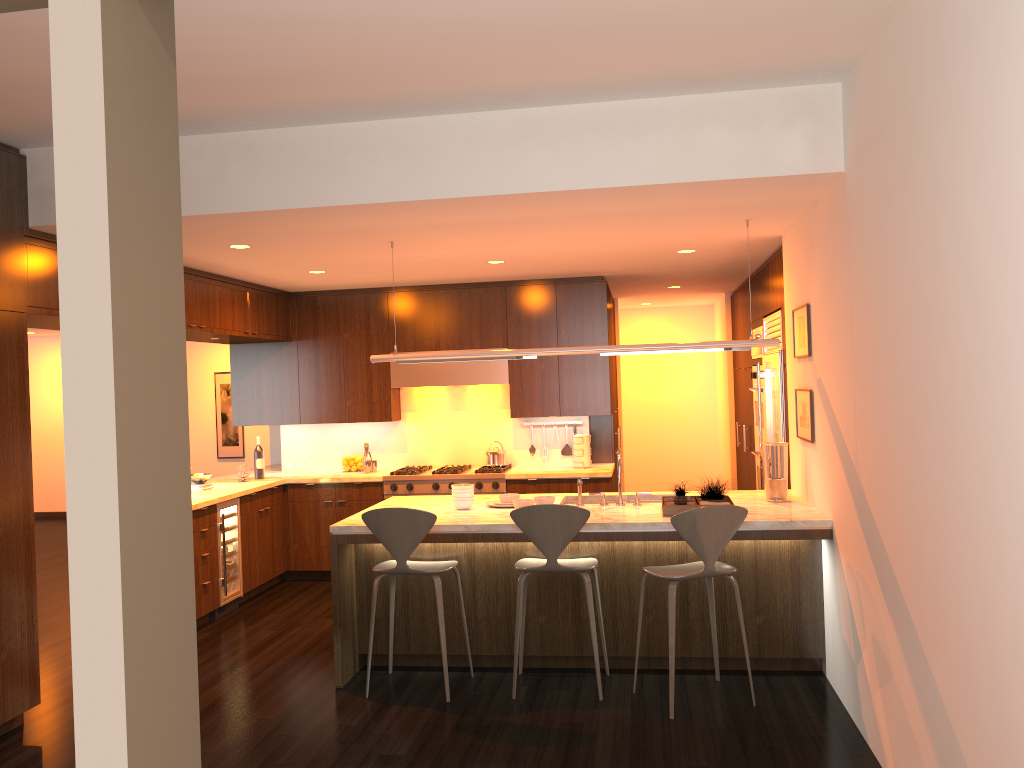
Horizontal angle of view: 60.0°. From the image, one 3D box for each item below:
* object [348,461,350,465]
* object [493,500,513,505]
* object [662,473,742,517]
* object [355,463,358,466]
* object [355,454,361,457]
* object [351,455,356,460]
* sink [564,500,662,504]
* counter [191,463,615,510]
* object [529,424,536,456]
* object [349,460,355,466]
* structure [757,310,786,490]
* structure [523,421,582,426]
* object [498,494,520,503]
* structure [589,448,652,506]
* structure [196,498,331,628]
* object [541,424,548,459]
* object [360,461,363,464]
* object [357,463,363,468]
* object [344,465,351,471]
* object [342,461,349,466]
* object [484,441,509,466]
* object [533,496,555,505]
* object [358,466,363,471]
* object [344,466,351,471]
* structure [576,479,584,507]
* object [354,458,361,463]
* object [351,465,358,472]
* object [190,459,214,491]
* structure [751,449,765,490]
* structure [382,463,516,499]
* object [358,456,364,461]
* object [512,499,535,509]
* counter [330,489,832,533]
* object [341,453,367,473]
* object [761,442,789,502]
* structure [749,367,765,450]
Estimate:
[{"bbox_3d":[-1.505,0.728,8.219,0.051,0.053,0.064,-2,0,44],"label":"object"},{"bbox_3d":[-0.015,0.747,5.570,0.217,0.025,0.216,-2,0,26],"label":"object"},{"bbox_3d":[1.112,0.606,5.091,0.497,0.231,0.503,-2,0,9],"label":"object"},{"bbox_3d":[-1.428,0.742,8.223,0.051,0.053,0.062,-2,0,-41],"label":"object"},{"bbox_3d":[-1.438,0.682,8.290,0.059,0.060,0.050,-2,0,41],"label":"object"},{"bbox_3d":[-1.473,0.682,8.222,0.063,0.053,0.051,-2,0,43],"label":"object"},{"bbox_3d":[0.707,0.862,5.672,0.813,0.176,0.457,-2,0,8],"label":"sink"},{"bbox_3d":[-0.974,0.814,7.533,3.616,0.038,3.187,-2,0,8],"label":"counter"},{"bbox_3d":[0.183,0.508,8.078,0.061,0.296,0.020,-2,0,7],"label":"object"},{"bbox_3d":[-1.474,0.730,8.172,0.052,0.053,0.062,-2,0,13],"label":"object"},{"bbox_3d":[2.271,0.530,6.677,0.687,2.129,0.915,-2,0,8],"label":"structure"},{"bbox_3d":[0.368,0.356,8.059,0.541,0.031,0.048,-2,0,12],"label":"structure"},{"bbox_3d":[-0.016,0.726,5.570,0.139,0.059,0.138,-2,0,34],"label":"object"},{"bbox_3d":[0.682,0.567,5.414,0.321,0.341,0.310,-2,0,-44],"label":"structure"},{"bbox_3d":[-0.942,1.277,7.595,3.400,0.862,3.060,-2,0,8],"label":"structure"},{"bbox_3d":[0.290,0.520,8.065,0.066,0.314,0.004,-2,0,8],"label":"object"},{"bbox_3d":[-1.397,0.745,8.229,0.051,0.055,0.061,-2,0,21],"label":"object"},{"bbox_3d":[-1.401,0.752,8.159,0.052,0.054,0.061,-2,0,18],"label":"object"},{"bbox_3d":[-1.515,0.777,8.169,0.052,0.057,0.060,-2,0,43],"label":"object"},{"bbox_3d":[-1.536,0.731,8.171,0.063,0.051,0.053,-2,0,10],"label":"object"},{"bbox_3d":[-0.144,0.625,8.021,0.221,0.218,0.221,-2,0,-7],"label":"object"},{"bbox_3d":[0.200,0.724,5.446,0.139,0.059,0.138,-2,0,34],"label":"object"},{"bbox_3d":[-1.402,0.781,8.200,0.051,0.053,0.063,-2,0,-41],"label":"object"},{"bbox_3d":[-1.528,0.784,8.225,0.061,0.053,0.053,-2,0,-6],"label":"object"},{"bbox_3d":[0.414,0.666,5.420,0.050,0.161,0.067,-2,0,8],"label":"structure"},{"bbox_3d":[-1.422,0.707,8.177,0.061,0.052,0.053,-2,0,-35],"label":"object"},{"bbox_3d":[-1.454,0.781,8.174,0.064,0.063,0.074,-2,0,-28],"label":"object"},{"bbox_3d":[-2.523,0.717,7.116,0.231,0.266,0.191,-2,0,11],"label":"object"},{"bbox_3d":[2.124,0.851,7.570,0.064,0.544,0.710,-2,0,8],"label":"structure"},{"bbox_3d":[-0.531,0.765,7.938,1.067,0.422,0.824,-2,0,8],"label":"structure"},{"bbox_3d":[-1.403,0.694,8.232,0.051,0.053,0.063,-2,0,-36],"label":"object"},{"bbox_3d":[0.071,0.729,5.334,0.139,0.059,0.138,-2,0,34],"label":"object"},{"bbox_3d":[0.409,0.766,5.416,2.711,0.038,1.280,-2,0,8],"label":"counter"},{"bbox_3d":[-1.465,0.725,8.230,0.207,0.175,0.189,-2,0,6],"label":"object"},{"bbox_3d":[1.587,0.530,5.338,0.159,0.349,0.159,-2,0,-18],"label":"object"},{"bbox_3d":[2.420,0.485,7.525,0.687,1.294,0.743,-2,0,8],"label":"structure"}]
